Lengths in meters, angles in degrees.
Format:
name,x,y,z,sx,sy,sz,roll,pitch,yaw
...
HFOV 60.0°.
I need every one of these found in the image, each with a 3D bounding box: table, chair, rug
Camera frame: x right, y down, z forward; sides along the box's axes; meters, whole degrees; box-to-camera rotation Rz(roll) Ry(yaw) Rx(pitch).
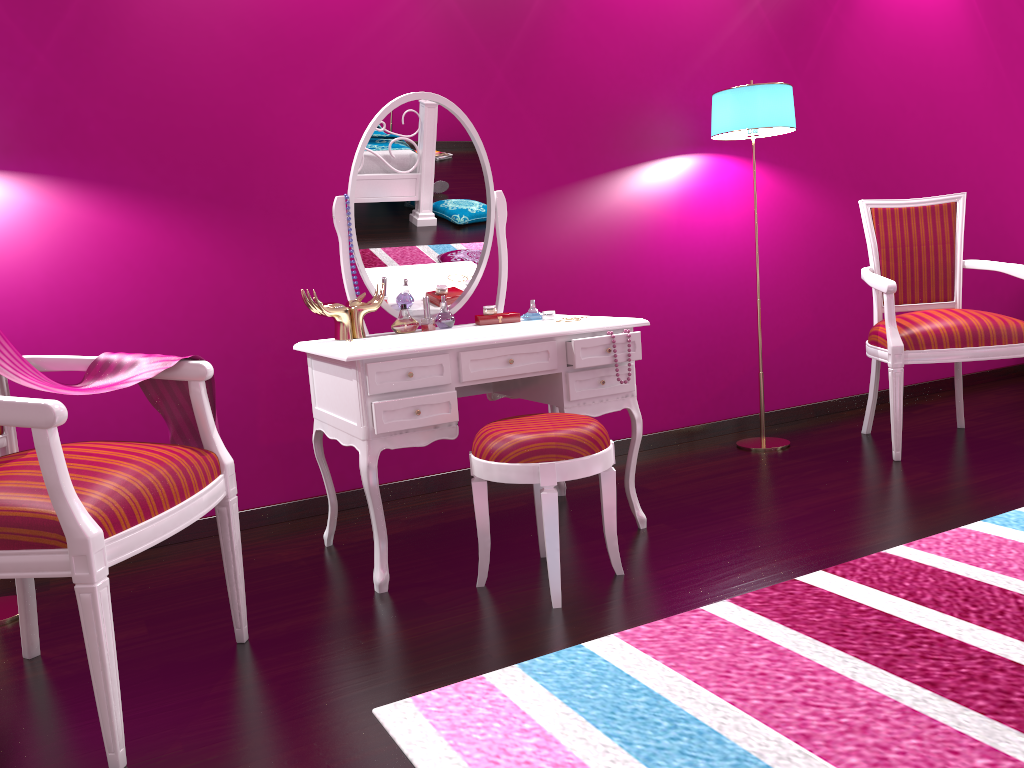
name,x,y,z,sx,sy,sz,roll,pitch,yaw
table,-0.093,0.145,2.469,0.856,0.592,0.526,-8,9,-27
chair,1.532,-0.229,3.171,0.528,0.901,0.511,-4,8,3
chair,0.079,0.282,2.128,0.337,0.390,0.337,-9,9,-30
rug,1.002,0.506,1.432,2.100,0.018,1.400,-8,9,-27
chair,-0.856,0.158,1.647,0.511,0.901,0.528,-3,8,8

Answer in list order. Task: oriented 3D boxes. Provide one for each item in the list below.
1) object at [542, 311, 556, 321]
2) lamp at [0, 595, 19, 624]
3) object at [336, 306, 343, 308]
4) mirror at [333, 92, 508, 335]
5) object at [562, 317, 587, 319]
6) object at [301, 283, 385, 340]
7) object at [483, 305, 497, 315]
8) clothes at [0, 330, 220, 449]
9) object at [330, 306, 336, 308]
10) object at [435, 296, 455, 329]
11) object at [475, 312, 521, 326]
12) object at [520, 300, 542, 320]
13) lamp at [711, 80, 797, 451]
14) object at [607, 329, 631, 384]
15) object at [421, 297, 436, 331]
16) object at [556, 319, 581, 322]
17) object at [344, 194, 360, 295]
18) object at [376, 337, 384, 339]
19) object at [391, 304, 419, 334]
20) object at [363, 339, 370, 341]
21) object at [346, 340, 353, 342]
name,x,y,z,sx,sy,sz,roll,pitch,yaw
object,0.108,-0.200,2.599,0.040,0.026,0.040,-8,9,-27
lamp,-1.335,-0.099,2.093,0.303,1.352,0.303,-2,8,18
object,-0.466,-0.208,2.397,0.021,0.005,0.020,-10,10,-36
mirror,-0.254,-0.426,2.623,0.544,0.829,0.138,-8,9,-27
object,0.180,-0.190,2.556,0.073,0.006,0.073,0,9,25
object,-0.454,-0.196,2.430,0.248,0.145,0.085,-11,10,-39
object,-0.065,-0.217,2.607,0.040,0.026,0.040,-8,9,-27
clothes,-0.908,0.073,1.790,0.601,0.777,0.162,-8,9,-23
object,-0.485,-0.205,2.379,0.020,0.007,0.020,3,11,43
object,-0.195,-0.208,2.562,0.059,0.094,0.059,-2,8,12
object,-0.043,-0.193,2.617,0.122,0.027,0.075,-6,8,-12
object,0.063,-0.222,2.652,0.082,0.060,0.059,-1,8,19
lamp,0.917,-0.433,3.312,0.303,1.352,0.303,-7,8,-17
object,0.287,-0.071,2.354,0.063,0.143,0.032,-8,9,-27
object,-0.240,-0.199,2.512,0.030,0.096,0.030,1,10,34
object,0.160,-0.180,2.507,0.073,0.003,0.073,-6,8,-16
object,-0.454,-0.378,2.523,0.022,0.320,0.044,-8,9,-27
object,-0.353,-0.124,2.366,0.021,0.005,0.020,-6,8,-13
object,-0.302,-0.184,2.491,0.045,0.081,0.098,3,10,40
object,-0.385,-0.118,2.342,0.020,0.005,0.022,-2,8,14
object,-0.429,-0.114,2.336,0.020,0.006,0.020,-7,9,-21
